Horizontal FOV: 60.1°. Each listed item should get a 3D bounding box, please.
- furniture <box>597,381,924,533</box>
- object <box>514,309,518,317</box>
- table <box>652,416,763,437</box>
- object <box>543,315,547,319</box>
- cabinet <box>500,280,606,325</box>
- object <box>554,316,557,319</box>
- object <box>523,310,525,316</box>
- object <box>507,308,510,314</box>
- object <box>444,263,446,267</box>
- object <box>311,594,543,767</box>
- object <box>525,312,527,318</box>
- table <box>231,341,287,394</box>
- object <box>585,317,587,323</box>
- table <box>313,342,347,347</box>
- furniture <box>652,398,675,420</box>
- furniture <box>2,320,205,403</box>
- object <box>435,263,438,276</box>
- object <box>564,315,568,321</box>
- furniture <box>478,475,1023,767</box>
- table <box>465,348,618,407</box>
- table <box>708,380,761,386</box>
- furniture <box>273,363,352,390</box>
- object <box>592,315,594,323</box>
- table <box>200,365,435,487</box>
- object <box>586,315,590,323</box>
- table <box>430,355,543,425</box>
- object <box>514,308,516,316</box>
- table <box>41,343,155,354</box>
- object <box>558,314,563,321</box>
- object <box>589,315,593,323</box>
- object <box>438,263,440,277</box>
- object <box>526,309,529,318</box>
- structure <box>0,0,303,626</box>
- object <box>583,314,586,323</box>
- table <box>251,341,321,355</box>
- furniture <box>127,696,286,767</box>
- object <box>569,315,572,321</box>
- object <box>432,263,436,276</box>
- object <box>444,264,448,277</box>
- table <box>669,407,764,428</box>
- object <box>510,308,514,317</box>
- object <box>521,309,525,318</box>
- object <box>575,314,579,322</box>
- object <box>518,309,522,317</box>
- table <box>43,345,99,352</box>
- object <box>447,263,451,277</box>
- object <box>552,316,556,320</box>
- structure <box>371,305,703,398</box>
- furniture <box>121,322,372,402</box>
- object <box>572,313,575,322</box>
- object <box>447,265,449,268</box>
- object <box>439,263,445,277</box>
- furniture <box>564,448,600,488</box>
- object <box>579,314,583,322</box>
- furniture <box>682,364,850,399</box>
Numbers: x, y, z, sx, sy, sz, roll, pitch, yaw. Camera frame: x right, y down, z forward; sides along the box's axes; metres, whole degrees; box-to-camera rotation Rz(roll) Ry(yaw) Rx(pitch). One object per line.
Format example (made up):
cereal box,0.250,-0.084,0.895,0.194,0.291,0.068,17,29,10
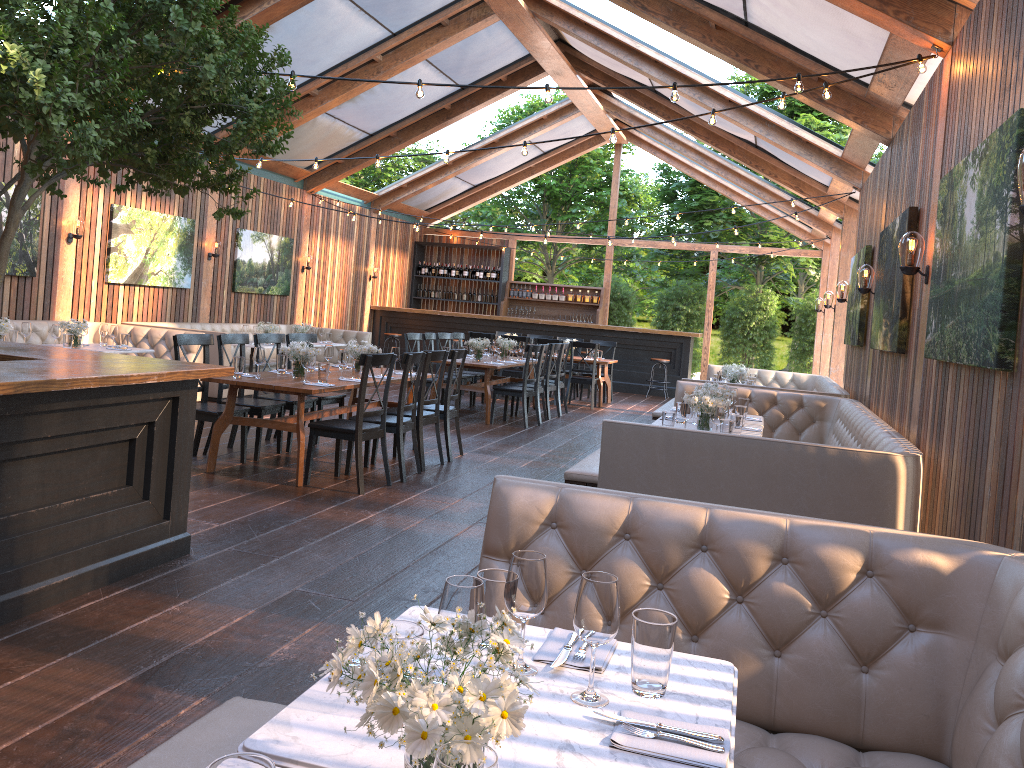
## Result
furniture,1.854,0.595,6.655,1.712,0.857,4.163,6,5,16
object,0.090,-1.606,19.934,0.070,0.185,0.070,5,2,21
table,1.476,0.648,6.769,0.800,0.671,0.799,6,3,16
object,0.744,-1.517,20.060,0.124,0.096,0.124,6,4,27
cabinet,0.854,-1.214,19.879,2.278,2.091,0.494,6,1,16
object,0.957,-1.497,20.029,0.124,0.096,0.124,6,4,27
object,0.254,-1.596,19.984,0.070,0.185,0.070,5,2,21
object,-0.084,-1.625,19.990,0.070,0.185,0.070,5,2,21
object,-1.572,-2.647,20.609,0.081,0.323,0.081,5,1,-5
object,-0.101,0.485,1.266,0.328,0.309,0.337,3,4,-32
object,0.332,-1.587,19.955,0.070,0.185,0.070,5,2,21
table,-3.573,-0.218,12.114,0.800,0.671,0.799,6,3,15
object,1.640,-1.428,19.677,0.097,0.134,0.097,5,2,3
table,-3.113,-0.311,13.680,0.800,0.671,0.799,6,3,15
furniture,2.078,0.455,11.301,0.313,0.398,2.331,5,5,16
furniture,-5.027,-0.146,8.684,1.712,0.857,4.163,6,5,16
object,-1.741,-2.638,20.461,0.075,0.302,0.075,5,1,33
object,1.200,-1.473,19.779,0.097,0.134,0.097,5,2,3
furniture,0.151,0.939,0.850,1.712,0.857,4.163,6,5,16
table,0.457,-0.134,14.766,2.434,0.729,0.951,6,4,16
table,2.978,0.344,11.888,0.800,0.671,0.799,6,3,15
furniture,-2.712,-0.060,12.711,0.313,0.398,2.331,5,5,16
object,1.760,-1.429,19.507,0.073,0.181,0.074,4,1,-10
table,-1.586,0.286,7.714,0.952,0.728,2.434,6,5,16
object,1.671,-1.434,19.476,0.073,0.181,0.074,4,1,-10
table,-0.316,0.029,12.043,0.952,0.728,2.434,6,5,16
object,0.081,-1.614,20.032,0.070,0.185,0.070,5,2,21
table,-4.386,-0.053,9.344,0.800,0.671,0.799,6,3,15
object,1.084,-1.486,19.819,0.097,0.134,0.097,5,2,3
object,1.731,-1.425,19.429,0.073,0.181,0.074,4,1,-10
object,-1.702,-2.662,20.600,0.087,0.334,0.087,5,1,-4
object,0.342,-1.579,19.865,0.070,0.185,0.070,5,2,21
structure,-2.517,-0.980,4.133,2.721,3.691,2.850,6,3,25
object,1.590,-1.442,19.483,0.073,0.181,0.074,4,1,-10
table,-3.343,-0.264,12.897,0.800,0.671,0.799,6,3,16
furniture,-0.905,1.059,1.137,0.313,0.398,2.331,5,5,16
object,1.311,-1.463,19.764,0.097,0.134,0.097,5,2,3
object,-1.807,-2.653,20.524,0.078,0.312,0.078,5,1,11
object,-1.524,-2.619,20.428,0.077,0.306,0.077,5,1,33
table,1.705,0.602,7.552,0.800,0.671,0.799,6,3,15
object,-0.004,-1.616,19.960,0.070,0.185,0.070,5,2,21
object,0.246,-1.588,19.878,0.070,0.185,0.070,5,2,21
object,1.431,-1.458,19.520,0.073,0.181,0.074,4,1,-10
object,0.179,-1.598,19.928,0.070,0.185,0.070,5,2,21
table,-4.616,-0.007,8.561,0.800,0.671,0.799,6,3,16
object,-1.445,-2.617,20.376,0.081,0.323,0.081,5,1,-5
object,0.937,-1.485,19.875,0.124,0.096,0.124,6,4,27
structure,0.353,-0.694,18.073,6.812,1.273,0.857,6,2,16
furniture,-3.754,-0.403,13.024,1.712,0.857,4.163,6,5,16
object,1.356,-1.467,19.552,0.073,0.181,0.074,4,1,-10
object,-1.492,-2.624,20.545,0.075,0.302,0.075,5,1,33
object,-1.622,-2.636,20.493,0.136,0.315,0.137,4,2,-22
furniture,0.805,0.713,6.965,0.313,0.398,2.331,5,5,16
object,1.512,-1.450,19.506,0.073,0.181,0.074,4,1,-10
furniture,3.131,0.336,11.005,1.712,0.857,4.163,6,5,16
